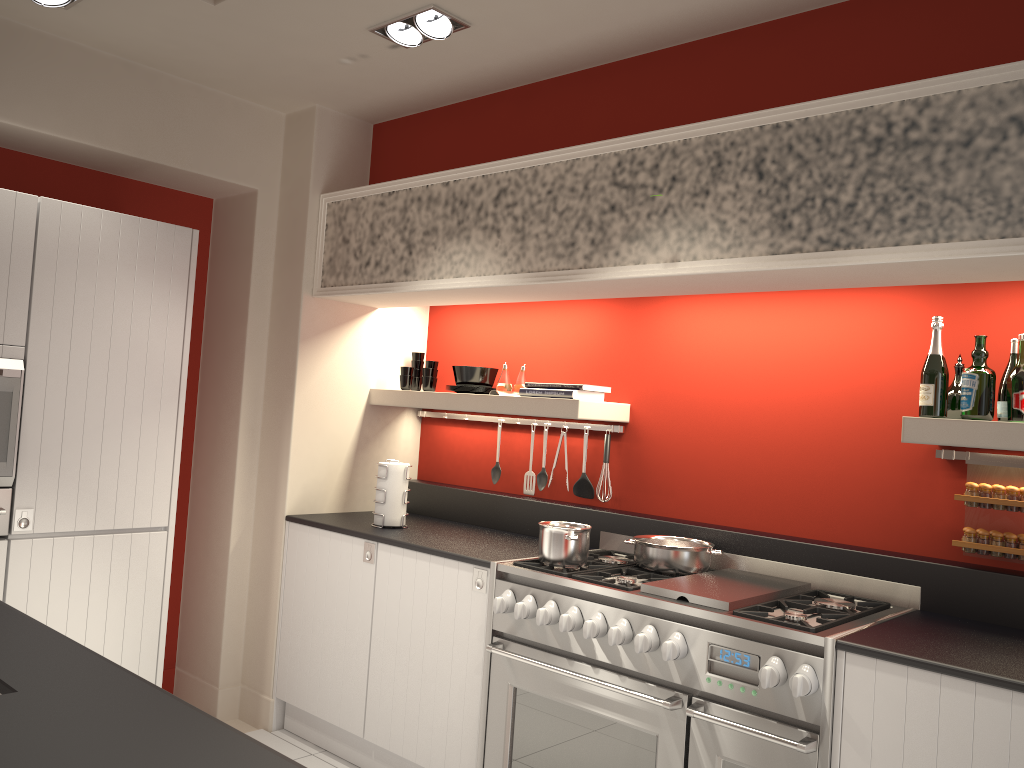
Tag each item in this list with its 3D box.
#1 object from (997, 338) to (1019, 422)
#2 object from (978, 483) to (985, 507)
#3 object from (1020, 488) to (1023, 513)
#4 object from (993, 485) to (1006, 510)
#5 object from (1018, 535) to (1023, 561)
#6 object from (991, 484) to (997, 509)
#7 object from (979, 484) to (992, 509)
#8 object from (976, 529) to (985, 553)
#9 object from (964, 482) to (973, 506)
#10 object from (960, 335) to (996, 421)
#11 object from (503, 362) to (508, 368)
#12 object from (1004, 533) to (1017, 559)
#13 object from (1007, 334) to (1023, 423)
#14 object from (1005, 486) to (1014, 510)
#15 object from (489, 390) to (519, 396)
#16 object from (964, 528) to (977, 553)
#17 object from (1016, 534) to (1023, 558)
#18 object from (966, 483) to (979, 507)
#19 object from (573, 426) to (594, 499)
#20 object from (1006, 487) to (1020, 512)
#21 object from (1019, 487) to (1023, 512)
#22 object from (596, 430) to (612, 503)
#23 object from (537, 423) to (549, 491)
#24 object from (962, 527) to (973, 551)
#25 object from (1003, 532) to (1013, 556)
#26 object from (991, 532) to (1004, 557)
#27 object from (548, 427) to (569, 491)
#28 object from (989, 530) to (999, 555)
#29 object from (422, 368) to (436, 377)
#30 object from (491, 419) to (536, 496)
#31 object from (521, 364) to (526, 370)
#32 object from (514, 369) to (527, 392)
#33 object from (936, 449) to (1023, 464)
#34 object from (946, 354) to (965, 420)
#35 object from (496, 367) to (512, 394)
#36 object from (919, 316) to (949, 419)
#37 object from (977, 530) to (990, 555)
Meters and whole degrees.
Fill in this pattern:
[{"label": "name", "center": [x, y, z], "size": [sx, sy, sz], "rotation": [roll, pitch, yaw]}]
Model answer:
[{"label": "object", "center": [1.610, -0.010, 2.850], "size": [0.083, 0.277, 0.083], "rotation": [6, -3, -44]}, {"label": "object", "center": [1.543, 0.364, 2.903], "size": [0.034, 0.078, 0.034], "rotation": [5, -2, -27]}, {"label": "object", "center": [1.617, 0.365, 2.784], "size": [0.034, 0.078, 0.034], "rotation": [5, -2, -27]}, {"label": "object", "center": [1.559, 0.363, 2.837], "size": [0.034, 0.078, 0.034], "rotation": [5, -2, -27]}, {"label": "object", "center": [1.607, 0.513, 2.779], "size": [0.034, 0.078, 0.034], "rotation": [5, -2, -27]}, {"label": "object", "center": [1.572, 0.365, 2.877], "size": [0.034, 0.078, 0.034], "rotation": [5, -2, -27]}, {"label": "object", "center": [1.530, 0.362, 2.863], "size": [0.034, 0.078, 0.034], "rotation": [5, -2, -27]}, {"label": "object", "center": [1.533, 0.512, 2.898], "size": [0.034, 0.078, 0.034], "rotation": [5, -2, -27]}, {"label": "object", "center": [1.514, 0.363, 2.929], "size": [0.034, 0.078, 0.034], "rotation": [5, -2, -27]}, {"label": "object", "center": [1.442, -0.019, 2.740], "size": [0.094, 0.264, 0.094], "rotation": [3, -2, 31]}, {"label": "object", "center": [-0.030, -0.087, 4.174], "size": [0.023, 0.031, 0.024], "rotation": [4, -2, -6]}, {"label": "object", "center": [1.578, 0.512, 2.805], "size": [0.034, 0.078, 0.034], "rotation": [5, -2, -27]}, {"label": "object", "center": [1.585, -0.017, 2.755], "size": [0.080, 0.278, 0.080], "rotation": [6, -3, -44]}, {"label": "object", "center": [1.602, 0.366, 2.850], "size": [0.034, 0.078, 0.034], "rotation": [5, -2, -27]}, {"label": "object", "center": [0.003, 0.048, 4.183], "size": [0.183, 0.027, 0.160], "rotation": [5, -2, -19]}, {"label": "object", "center": [1.491, 0.508, 2.883], "size": [0.034, 0.078, 0.034], "rotation": [5, -2, -27]}, {"label": "object", "center": [1.621, 0.515, 2.818], "size": [0.034, 0.078, 0.034], "rotation": [5, -2, -27]}, {"label": "object", "center": [1.501, 0.361, 2.889], "size": [0.034, 0.078, 0.034], "rotation": [5, -2, -27]}, {"label": "object", "center": [0.342, 0.360, 4.059], "size": [0.123, 0.331, 0.040], "rotation": [2, -3, 42]}, {"label": "object", "center": [1.588, 0.364, 2.810], "size": [0.034, 0.078, 0.034], "rotation": [5, -2, -27]}, {"label": "object", "center": [1.631, 0.367, 2.824], "size": [0.034, 0.078, 0.034], "rotation": [5, -2, -27]}, {"label": "object", "center": [0.420, 0.368, 3.964], "size": [0.069, 0.328, 0.069], "rotation": [3, -2, 20]}, {"label": "object", "center": [0.152, 0.346, 4.205], "size": [0.067, 0.324, 0.022], "rotation": [2, -3, 41]}, {"label": "object", "center": [1.504, 0.511, 2.924], "size": [0.034, 0.078, 0.034], "rotation": [5, -2, -27]}, {"label": "object", "center": [1.592, 0.514, 2.844], "size": [0.034, 0.078, 0.034], "rotation": [5, -2, -27]}, {"label": "object", "center": [1.549, 0.511, 2.831], "size": [0.034, 0.078, 0.034], "rotation": [5, -2, -27]}, {"label": "object", "center": [0.227, 0.346, 4.140], "size": [0.124, 0.297, 0.009], "rotation": [2, -3, 42]}, {"label": "object", "center": [1.562, 0.513, 2.872], "size": [0.034, 0.078, 0.034], "rotation": [5, -2, -27]}, {"label": "object", "center": [-0.422, -0.042, 4.499], "size": [0.070, 0.076, 0.070], "rotation": [3, -2, 13]}, {"label": "object", "center": [0.010, 0.354, 4.330], "size": [0.287, 0.351, 0.022], "rotation": [2, -3, 43]}, {"label": "object", "center": [0.056, -0.079, 4.203], "size": [0.026, 0.032, 0.023], "rotation": [3, -2, 25]}, {"label": "object", "center": [0.049, -0.005, 4.201], "size": [0.077, 0.134, 0.076], "rotation": [3, -2, 26]}, {"label": "object", "center": [1.972, 0.261, 2.610], "size": [1.355, 0.034, 0.048], "rotation": [2, -2, 42]}, {"label": "object", "center": [1.495, 0.010, 2.969], "size": [0.113, 0.226, 0.113], "rotation": [4, -2, -7]}, {"label": "object", "center": [-0.035, -0.012, 4.171], "size": [0.076, 0.131, 0.076], "rotation": [4, -2, -6]}, {"label": "object", "center": [1.359, -0.054, 2.848], "size": [0.083, 0.331, 0.083], "rotation": [3, -2, 13]}, {"label": "object", "center": [1.520, 0.510, 2.857], "size": [0.034, 0.078, 0.034], "rotation": [5, -2, -27]}]
